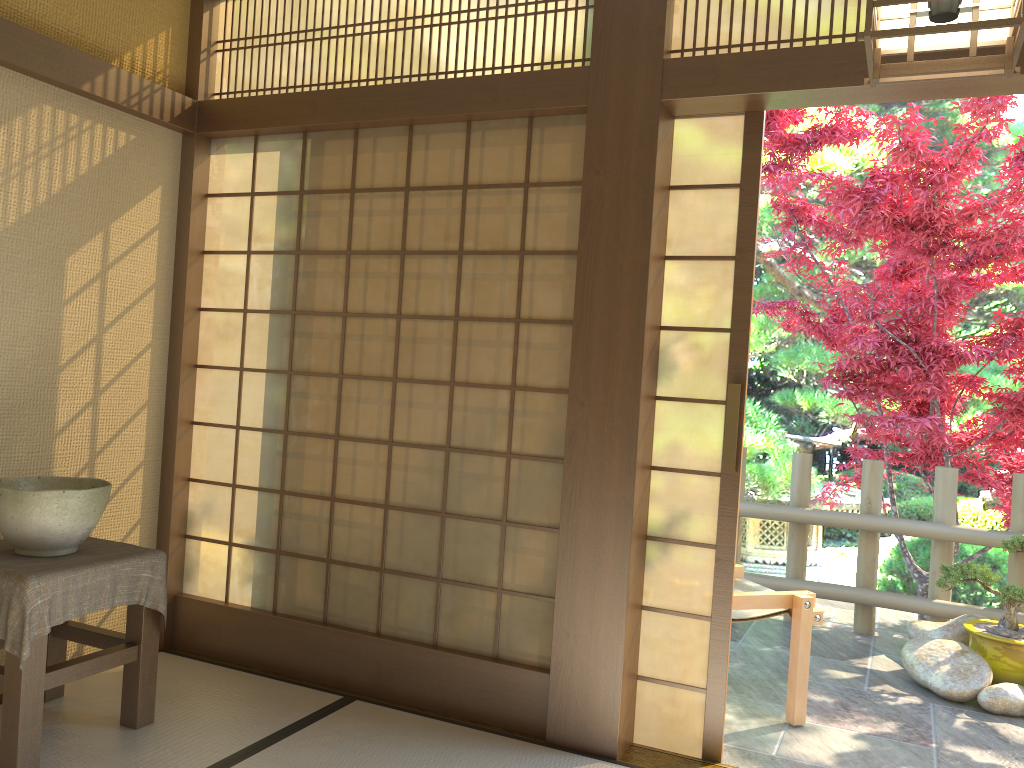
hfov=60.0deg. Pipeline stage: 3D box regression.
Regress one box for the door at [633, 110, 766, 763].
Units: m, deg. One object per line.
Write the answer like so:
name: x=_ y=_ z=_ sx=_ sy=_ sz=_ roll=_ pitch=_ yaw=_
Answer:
door: x=-0.080 y=0.135 z=3.405 sx=1.894 sy=2.380 sz=0.073 roll=4 pitch=0 yaw=24

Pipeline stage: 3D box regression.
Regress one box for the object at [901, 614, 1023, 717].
object: x=2.582 y=1.384 z=4.330 sx=1.260 sy=0.276 sz=1.147 roll=4 pitch=0 yaw=20

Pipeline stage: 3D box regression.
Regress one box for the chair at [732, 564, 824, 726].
chair: x=0.851 y=1.094 z=3.923 sx=0.704 sy=0.598 sz=0.698 roll=4 pitch=0 yaw=-19

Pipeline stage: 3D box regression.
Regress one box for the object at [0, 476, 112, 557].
object: x=-1.509 y=0.434 z=2.893 sx=0.358 sy=0.230 sz=0.357 roll=4 pitch=0 yaw=-6

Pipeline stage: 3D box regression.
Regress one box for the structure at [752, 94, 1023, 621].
structure: x=2.587 y=-0.361 z=5.988 sx=3.045 sy=4.004 sz=3.412 roll=4 pitch=0 yaw=-33

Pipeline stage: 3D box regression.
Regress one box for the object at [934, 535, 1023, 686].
object: x=2.674 y=0.837 z=4.315 sx=0.586 sy=1.362 sz=1.032 roll=4 pitch=0 yaw=-40

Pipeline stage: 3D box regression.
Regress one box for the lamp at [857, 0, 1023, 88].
lamp: x=0.719 y=-1.053 z=1.410 sx=0.240 sy=1.129 sz=0.240 roll=4 pitch=0 yaw=24

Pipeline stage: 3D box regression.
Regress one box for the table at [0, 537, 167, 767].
table: x=-1.548 y=0.840 z=2.900 sx=0.633 sy=0.595 sz=0.629 roll=4 pitch=0 yaw=24

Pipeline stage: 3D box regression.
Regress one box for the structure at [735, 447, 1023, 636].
structure: x=2.878 y=1.058 z=4.913 sx=7.456 sy=1.136 sz=0.245 roll=4 pitch=0 yaw=24
